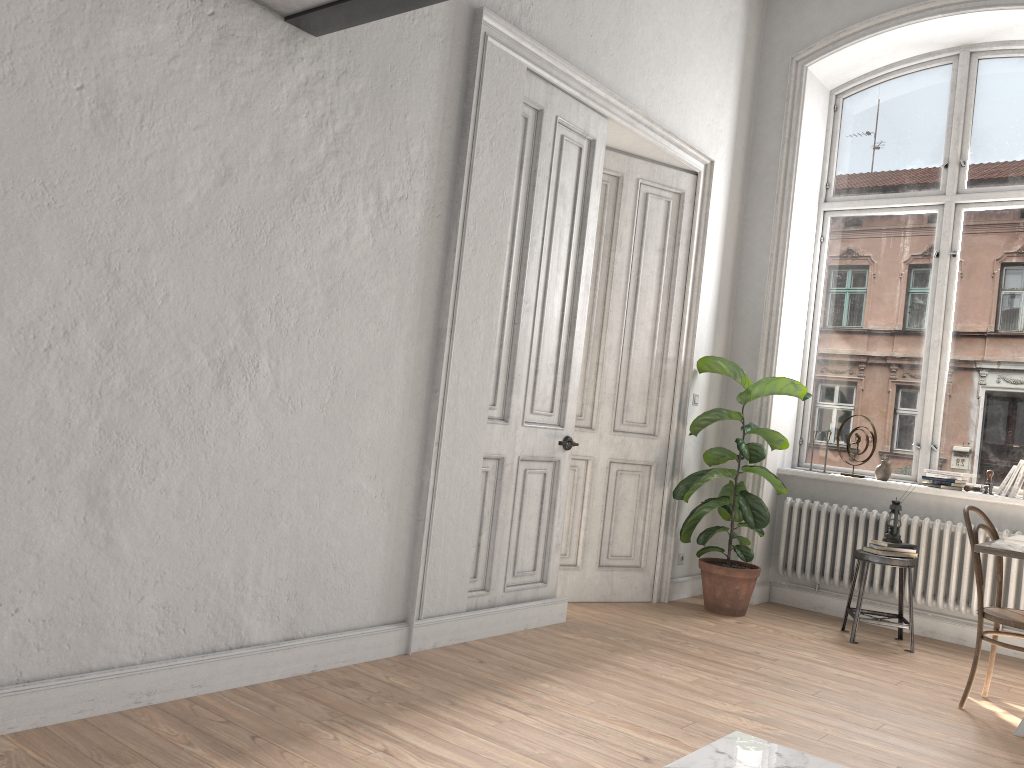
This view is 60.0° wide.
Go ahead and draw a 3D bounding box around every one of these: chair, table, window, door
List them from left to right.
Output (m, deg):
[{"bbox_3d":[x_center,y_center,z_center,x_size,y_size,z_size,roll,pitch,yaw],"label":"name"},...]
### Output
[{"bbox_3d":[0.025,-0.143,4.539,0.216,2.813,1.097,5,-2,40],"label":"door"},{"bbox_3d":[0.614,-0.043,5.551,1.097,2.813,0.216,7,-2,-27],"label":"door"},{"bbox_3d":[0.603,1.041,1.599,0.849,0.392,0.850,5,-2,39],"label":"table"},{"bbox_3d":[2.216,1.282,5.325,0.364,0.522,0.360,6,-2,12],"label":"chair"},{"bbox_3d":[2.920,-0.781,5.977,1.622,2.842,0.013,5,-2,39],"label":"window"},{"bbox_3d":[2.346,1.057,4.082,0.438,0.920,0.549,8,-2,-43],"label":"chair"},{"bbox_3d":[3.112,1.192,3.490,2.199,0.779,1.101,5,-2,39],"label":"table"}]

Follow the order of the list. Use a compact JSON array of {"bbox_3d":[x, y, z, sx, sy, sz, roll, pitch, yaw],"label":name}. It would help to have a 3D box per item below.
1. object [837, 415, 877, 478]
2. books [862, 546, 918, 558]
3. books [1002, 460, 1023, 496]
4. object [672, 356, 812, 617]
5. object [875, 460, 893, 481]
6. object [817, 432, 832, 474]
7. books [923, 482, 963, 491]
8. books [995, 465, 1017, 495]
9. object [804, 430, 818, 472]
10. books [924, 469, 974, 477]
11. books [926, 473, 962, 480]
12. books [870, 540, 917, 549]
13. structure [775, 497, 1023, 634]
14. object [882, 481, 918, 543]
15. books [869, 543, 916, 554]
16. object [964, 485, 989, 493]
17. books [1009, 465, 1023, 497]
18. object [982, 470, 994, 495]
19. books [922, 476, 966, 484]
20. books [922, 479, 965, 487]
[{"bbox_3d":[2.349,0.422,6.050,0.087,0.425,0.347,7,-2,-19],"label":"object"},{"bbox_3d":[2.280,1.013,5.347,0.246,0.034,0.194,7,-2,-11],"label":"books"},{"bbox_3d":[3.102,0.581,5.468,0.100,0.235,0.174,5,-2,39],"label":"books"},{"bbox_3d":[3.291,0.693,3.953,5.825,1.842,0.792,5,-2,44],"label":"object"},{"bbox_3d":[2.481,0.574,5.923,0.100,0.142,0.102,6,-2,13],"label":"object"},{"bbox_3d":[2.181,0.476,6.151,0.095,0.289,0.095,7,-2,-29],"label":"object"},{"bbox_3d":[2.770,0.660,5.709,0.147,0.023,0.221,6,-2,-2],"label":"books"},{"bbox_3d":[3.072,0.598,5.495,0.105,0.194,0.155,5,-2,38],"label":"books"},{"bbox_3d":[2.125,0.473,6.269,0.095,0.289,0.095,7,-2,-20],"label":"object"},{"bbox_3d":[2.806,0.572,5.695,0.174,0.019,0.243,8,-3,-41],"label":"books"},{"bbox_3d":[2.775,0.594,5.691,0.205,0.020,0.155,5,-2,29],"label":"books"},{"bbox_3d":[2.298,0.966,5.343,0.221,0.027,0.147,7,-2,-19],"label":"books"},{"bbox_3d":[4.040,-0.527,4.540,5.180,4.473,0.340,5,-2,39],"label":"structure"},{"bbox_3d":[2.347,0.768,5.364,0.163,0.383,0.154,6,-2,12],"label":"object"},{"bbox_3d":[2.294,0.989,5.343,0.232,0.029,0.163,6,-2,9],"label":"books"},{"bbox_3d":[2.920,0.659,5.592,0.153,0.048,0.088,7,-2,-12],"label":"object"},{"bbox_3d":[3.120,0.599,5.453,0.072,0.203,0.155,5,-2,39],"label":"books"},{"bbox_3d":[2.958,0.609,5.496,0.048,0.153,0.088,6,-2,9],"label":"object"},{"bbox_3d":[2.779,0.616,5.701,0.147,0.023,0.221,8,-2,-35],"label":"books"},{"bbox_3d":[2.775,0.638,5.703,0.155,0.022,0.205,8,-2,-31],"label":"books"}]
